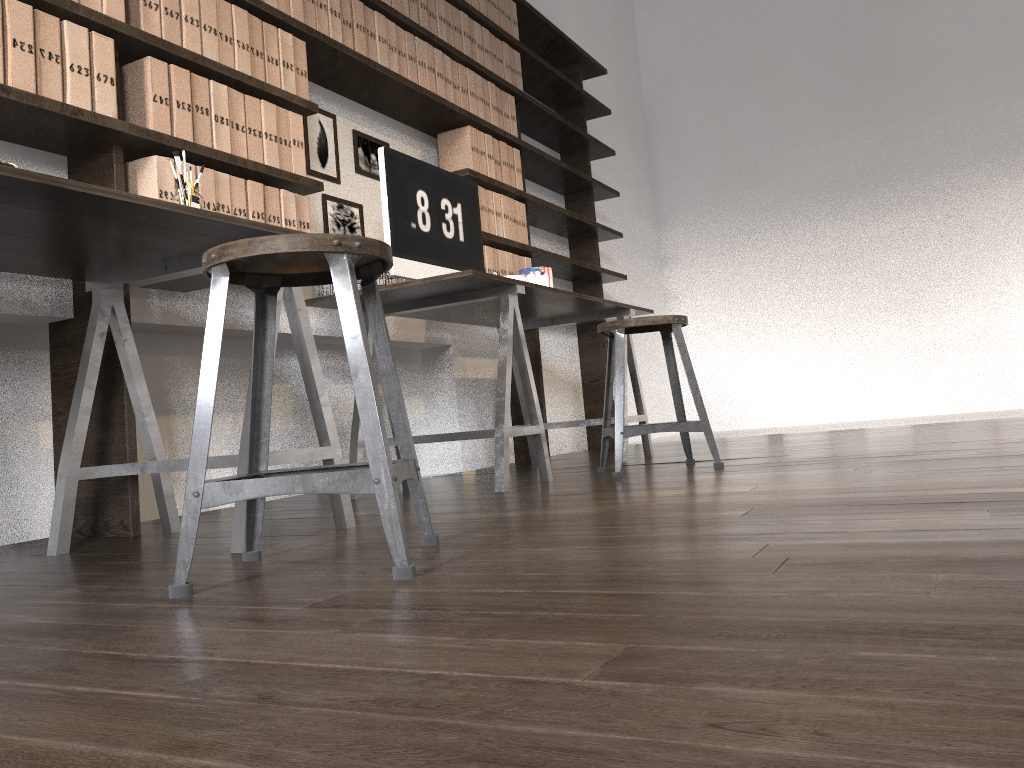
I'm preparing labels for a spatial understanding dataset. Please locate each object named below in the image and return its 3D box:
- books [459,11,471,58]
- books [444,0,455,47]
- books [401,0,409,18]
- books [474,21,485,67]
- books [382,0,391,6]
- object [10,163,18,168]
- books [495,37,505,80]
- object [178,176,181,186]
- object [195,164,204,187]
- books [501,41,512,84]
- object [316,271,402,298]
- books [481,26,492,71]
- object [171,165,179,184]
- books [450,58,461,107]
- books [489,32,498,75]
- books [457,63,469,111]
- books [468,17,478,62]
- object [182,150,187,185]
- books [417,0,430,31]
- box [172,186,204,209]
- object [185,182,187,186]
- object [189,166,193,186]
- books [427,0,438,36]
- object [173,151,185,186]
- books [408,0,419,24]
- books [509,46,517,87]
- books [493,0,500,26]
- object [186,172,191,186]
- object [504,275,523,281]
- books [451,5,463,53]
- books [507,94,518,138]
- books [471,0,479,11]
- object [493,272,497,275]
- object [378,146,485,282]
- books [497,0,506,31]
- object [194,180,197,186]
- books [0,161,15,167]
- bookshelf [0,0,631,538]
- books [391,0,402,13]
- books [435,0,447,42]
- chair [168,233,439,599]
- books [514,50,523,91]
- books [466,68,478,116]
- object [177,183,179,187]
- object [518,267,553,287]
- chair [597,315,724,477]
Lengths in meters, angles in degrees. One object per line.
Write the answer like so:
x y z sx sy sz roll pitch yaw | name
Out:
-0.287 -1.602 4.138 0.174 0.227 0.067 -7 -6 27 | books
-0.356 -1.601 4.018 0.174 0.227 0.066 -7 -6 27 | books
-0.524 -1.601 3.692 0.174 0.226 0.066 -7 -6 27 | books
-0.230 -1.602 4.254 0.174 0.226 0.066 -7 -6 27 | books
-0.583 -1.601 3.570 0.174 0.227 0.066 -7 -6 27 | books
-1.159 -0.451 2.021 0.062 0.096 0.061 -2 -5 -31 | object
-0.135 -1.602 4.444 0.174 0.227 0.066 -7 -6 27 | books
-0.836 -0.452 2.260 0.005 0.153 0.044 -6 -5 10 | object
-0.819 -0.472 2.263 0.071 0.187 0.008 -3 -6 -20 | object
-0.097 -1.603 4.503 0.174 0.227 0.067 -7 -6 27 | books
-0.509 -0.365 2.976 0.203 0.161 0.283 -6 -3 19 | object
-0.195 -1.603 4.318 0.174 0.227 0.067 -7 -6 27 | books
-0.838 -0.471 2.260 0.053 0.183 0.006 -3 -6 -20 | object
-0.328 -1.333 4.004 0.174 0.227 0.066 -7 -6 27 | books
-0.166 -1.602 4.382 0.174 0.227 0.066 -7 -6 27 | books
-0.294 -1.334 4.065 0.174 0.227 0.066 -7 -6 27 | books
-0.260 -1.602 4.199 0.174 0.226 0.066 -7 -6 27 | books
-0.835 -0.490 2.273 0.007 0.229 0.020 -2 -6 -31 | object
-0.452 -1.601 3.824 0.174 0.227 0.067 -7 -6 27 | books
-0.790 -0.399 2.276 0.137 0.208 0.211 -7 -5 28 | box
-0.831 -0.451 2.264 0.005 0.136 0.005 -9 -7 36 | object
-0.812 -0.469 2.258 0.005 0.181 0.021 0 -7 -44 | object
-0.422 -1.601 3.893 0.174 0.227 0.066 -7 -6 27 | books
-0.831 -0.483 2.249 0.007 0.215 0.055 -9 -6 34 | object
-0.491 -1.600 3.760 0.174 0.226 0.066 -7 -6 27 | books
-0.070 -1.603 4.564 0.174 0.226 0.066 -7 -6 27 | books
-0.160 -1.879 4.463 0.174 0.226 0.066 -7 -6 27 | books
-0.818 -0.459 2.251 0.008 0.154 0.037 -4 -5 -13 | object
0.004 -0.370 3.649 0.094 0.145 0.094 -2 -6 -37 | object
-0.323 -1.601 4.081 0.174 0.227 0.066 -7 -6 27 | books
-0.069 -1.335 4.490 0.174 0.227 0.066 -7 -6 27 | books
-0.255 -1.879 4.278 0.174 0.227 0.066 -7 -6 27 | books
-0.051 -0.387 3.838 0.045 0.205 0.007 -6 -5 8 | object
-0.305 -0.548 3.283 0.204 0.520 0.642 -8 -4 27 | object
-0.127 -1.879 4.529 0.174 0.227 0.066 -7 -6 27 | books
-0.816 -0.452 2.269 0.033 0.148 0.005 -3 -6 -19 | object
-1.043 -0.363 1.674 0.384 0.148 0.294 -6 -3 27 | books
-1.525 -0.472 1.660 0.372 3.221 9.167 -8 -4 27 | bookshelf
-0.549 -1.601 3.634 0.174 0.227 0.067 -7 -6 27 | books
-0.385 -1.602 3.953 0.174 0.227 0.066 -7 -6 27 | books
-0.335 0.045 1.463 0.358 0.530 0.370 -5 -4 1 | chair
-0.040 -1.603 4.619 0.174 0.226 0.066 -7 -6 27 | books
-0.258 -1.334 4.125 0.174 0.227 0.067 -7 -6 27 | books
-0.835 -0.445 2.248 0.022 0.135 0.005 -4 -6 -15 | object
0.107 -0.393 3.788 0.145 0.197 0.143 -5 -4 0 | object
0.478 0.043 3.080 0.372 0.530 0.357 -5 -4 -4 | chair
